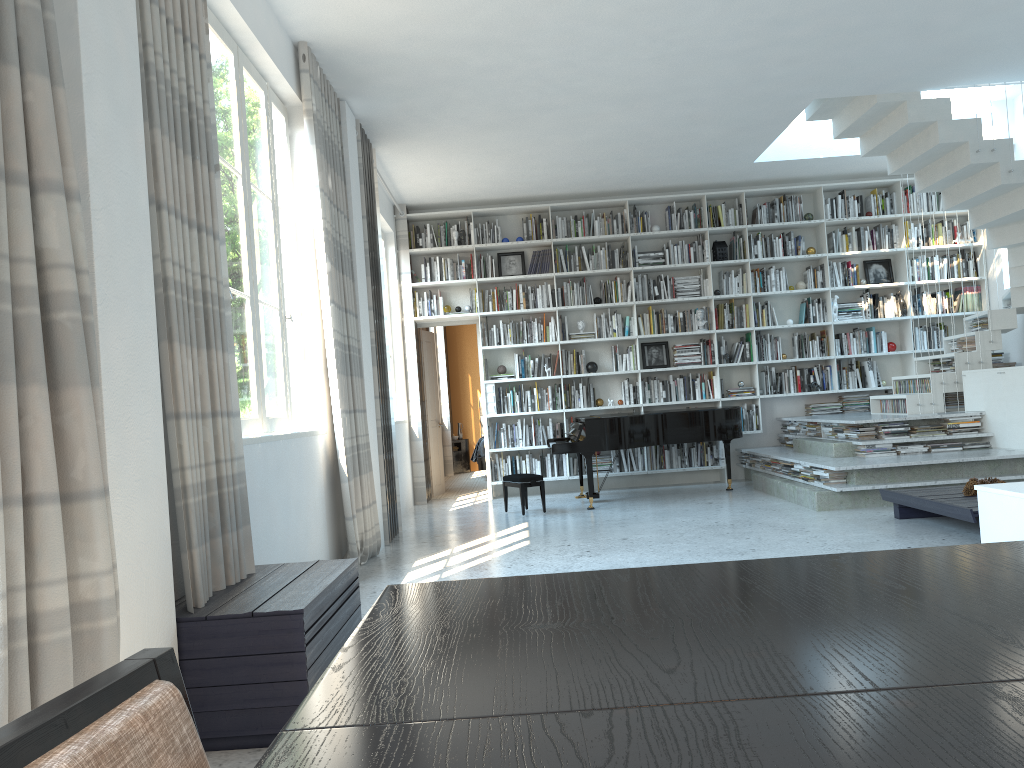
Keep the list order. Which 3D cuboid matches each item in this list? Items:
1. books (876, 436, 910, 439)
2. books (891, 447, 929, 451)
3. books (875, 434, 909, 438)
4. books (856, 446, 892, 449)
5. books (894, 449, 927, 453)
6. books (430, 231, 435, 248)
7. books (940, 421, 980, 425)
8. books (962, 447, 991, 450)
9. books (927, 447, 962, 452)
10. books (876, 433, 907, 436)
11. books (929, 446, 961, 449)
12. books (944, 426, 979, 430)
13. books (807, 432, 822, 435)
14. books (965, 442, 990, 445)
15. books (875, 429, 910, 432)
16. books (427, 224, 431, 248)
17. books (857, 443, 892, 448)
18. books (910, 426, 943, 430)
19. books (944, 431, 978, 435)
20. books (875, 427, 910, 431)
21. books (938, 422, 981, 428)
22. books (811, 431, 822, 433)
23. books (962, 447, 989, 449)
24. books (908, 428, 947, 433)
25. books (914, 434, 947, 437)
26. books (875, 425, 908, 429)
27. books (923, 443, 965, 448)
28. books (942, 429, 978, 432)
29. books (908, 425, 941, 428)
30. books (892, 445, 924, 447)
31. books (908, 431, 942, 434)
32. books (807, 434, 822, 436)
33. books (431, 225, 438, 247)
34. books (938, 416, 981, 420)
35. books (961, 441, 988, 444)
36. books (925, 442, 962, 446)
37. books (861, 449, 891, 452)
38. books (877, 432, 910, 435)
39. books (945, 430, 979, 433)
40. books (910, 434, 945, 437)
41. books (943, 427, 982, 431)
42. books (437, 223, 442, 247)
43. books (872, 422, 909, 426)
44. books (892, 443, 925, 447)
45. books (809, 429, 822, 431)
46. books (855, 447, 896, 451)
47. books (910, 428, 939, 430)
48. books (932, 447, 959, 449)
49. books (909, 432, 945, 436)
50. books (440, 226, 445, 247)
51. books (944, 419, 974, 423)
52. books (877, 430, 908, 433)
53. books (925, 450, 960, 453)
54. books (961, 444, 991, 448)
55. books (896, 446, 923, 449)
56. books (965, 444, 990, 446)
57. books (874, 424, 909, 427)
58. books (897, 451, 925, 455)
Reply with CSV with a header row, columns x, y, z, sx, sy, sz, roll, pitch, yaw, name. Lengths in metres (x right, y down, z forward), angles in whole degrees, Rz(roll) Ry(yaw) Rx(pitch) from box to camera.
x,y,z,sx,sy,sz,roll,pitch,yaw,name
3.271,0.459,7.625,0.216,0.015,0.177,-4,-2,-2,books
3.357,0.549,7.513,0.272,0.012,0.158,-4,-2,-2,books
3.270,0.446,7.640,0.227,0.013,0.148,-4,-2,-2,books
3.071,0.538,7.524,0.257,0.010,0.132,-4,-2,4,books
3.358,0.565,7.502,0.232,0.019,0.169,-4,-2,-5,books
-0.872,-1.563,9.729,0.030,0.206,0.175,-4,-1,0,books
3.842,0.331,7.617,0.261,0.012,0.179,-4,-2,4,books
3.908,0.548,7.508,0.261,0.006,0.151,-4,-2,-4,books
3.642,0.551,7.500,0.250,0.018,0.177,-4,-2,3,books
3.269,0.434,7.645,0.207,0.012,0.131,-4,-2,-4,books
3.641,0.533,7.523,0.273,0.009,0.129,-4,-2,3,books
3.845,0.375,7.633,0.268,0.014,0.160,-4,-2,-1,books
3.043,0.483,8.753,0.178,0.014,0.247,-4,-2,-2,books
3.905,0.504,7.525,0.229,0.014,0.133,-4,-2,-1,books
3.267,0.399,7.635,0.260,0.009,0.153,-4,-2,3,books
-0.903,-1.600,9.739,0.028,0.283,0.189,-4,-1,0,books
3.070,0.520,7.510,0.234,0.025,0.157,-4,-2,-5,books
3.546,0.375,7.629,0.245,0.013,0.172,-4,-2,-1,books
3.848,0.420,7.622,0.220,0.011,0.177,-4,-2,-2,books
3.266,0.386,7.614,0.230,0.015,0.190,-4,-2,5,books
3.844,0.353,7.625,0.284,0.030,0.177,-4,-2,1,books
3.064,0.467,8.753,0.138,0.017,0.237,-4,-2,-1,books
3.908,0.540,7.513,0.179,0.010,0.160,-4,-2,0,books
3.547,0.398,7.611,0.273,0.014,0.188,-4,-2,-5,books
3.551,0.443,7.621,0.291,0.007,0.174,-4,-2,3,books
3.265,0.370,7.640,0.221,0.018,0.154,-4,-2,1,books
3.640,0.519,7.498,0.287,0.018,0.190,-4,-2,-1,books
3.847,0.398,7.638,0.262,0.016,0.132,-4,-2,-5,books
3.545,0.363,7.622,0.203,0.011,0.173,-4,-2,-5,books
3.355,0.523,7.518,0.242,0.005,0.152,-4,-2,1,books
3.548,0.413,7.626,0.214,0.015,0.177,-4,-2,1,books
3.037,0.496,8.752,0.182,0.011,0.253,-4,-2,4,books
-0.840,-1.594,9.723,0.057,0.262,0.190,-4,-1,0,books
3.839,0.295,7.614,0.285,0.013,0.181,-4,-2,-5,books
3.905,0.494,7.525,0.215,0.007,0.130,-4,-2,2,books
3.631,0.507,7.507,0.275,0.009,0.176,-4,-2,0,books
3.073,0.561,7.507,0.210,0.012,0.168,-4,-2,4,books
3.268,0.421,7.622,0.215,0.013,0.189,-4,-2,-1,books
3.848,0.410,7.632,0.259,0.009,0.152,-4,-2,-3,books
3.550,0.437,7.621,0.287,0.005,0.165,-4,-2,5,books
3.846,0.386,7.612,0.281,0.008,0.181,-4,-2,5,books
-0.793,-1.607,9.738,0.039,0.282,0.181,-4,-1,0,books
3.263,0.345,7.653,0.261,0.016,0.128,-4,-2,-1,books
3.354,0.514,7.521,0.220,0.013,0.149,-4,-2,-1,books
3.051,0.450,8.753,0.159,0.018,0.203,-4,-2,-2,books
3.072,0.549,7.511,0.292,0.012,0.159,-4,-2,3,books
3.547,0.386,7.634,0.179,0.010,0.160,-4,-2,2,books
3.641,0.539,7.506,0.254,0.005,0.161,-4,-2,-4,books
3.550,0.428,7.642,0.293,0.014,0.134,-4,-2,-3,books
-0.757,-1.597,9.756,0.030,0.257,0.130,-4,-1,0,books
3.841,0.314,7.624,0.192,0.024,0.167,-4,-2,5,books
3.268,0.409,7.632,0.210,0.012,0.168,-4,-2,1,books
3.643,0.565,7.520,0.249,0.009,0.144,-4,-2,-1,books
3.907,0.526,7.516,0.234,0.017,0.151,-4,-2,1,books
3.356,0.534,7.524,0.211,0.018,0.134,-4,-2,3,books
3.906,0.514,7.519,0.225,0.007,0.133,-4,-2,4,books
3.264,0.357,7.632,0.228,0.009,0.159,-4,-2,-4,books
3.359,0.582,7.516,0.208,0.015,0.152,-4,-2,-2,books
